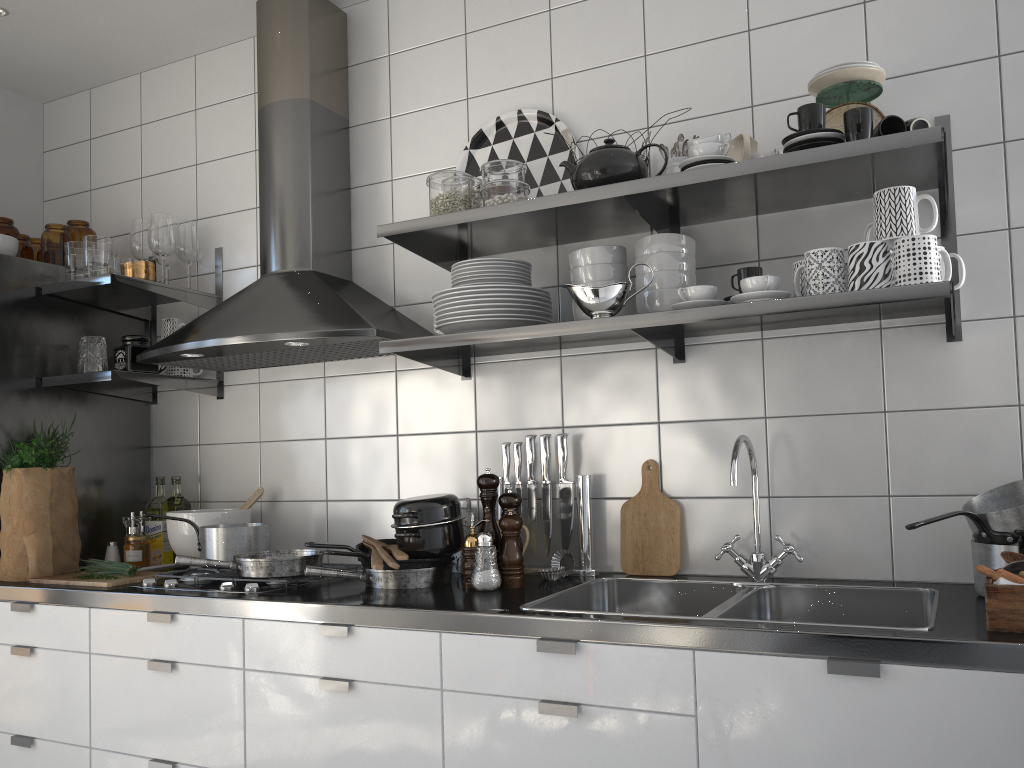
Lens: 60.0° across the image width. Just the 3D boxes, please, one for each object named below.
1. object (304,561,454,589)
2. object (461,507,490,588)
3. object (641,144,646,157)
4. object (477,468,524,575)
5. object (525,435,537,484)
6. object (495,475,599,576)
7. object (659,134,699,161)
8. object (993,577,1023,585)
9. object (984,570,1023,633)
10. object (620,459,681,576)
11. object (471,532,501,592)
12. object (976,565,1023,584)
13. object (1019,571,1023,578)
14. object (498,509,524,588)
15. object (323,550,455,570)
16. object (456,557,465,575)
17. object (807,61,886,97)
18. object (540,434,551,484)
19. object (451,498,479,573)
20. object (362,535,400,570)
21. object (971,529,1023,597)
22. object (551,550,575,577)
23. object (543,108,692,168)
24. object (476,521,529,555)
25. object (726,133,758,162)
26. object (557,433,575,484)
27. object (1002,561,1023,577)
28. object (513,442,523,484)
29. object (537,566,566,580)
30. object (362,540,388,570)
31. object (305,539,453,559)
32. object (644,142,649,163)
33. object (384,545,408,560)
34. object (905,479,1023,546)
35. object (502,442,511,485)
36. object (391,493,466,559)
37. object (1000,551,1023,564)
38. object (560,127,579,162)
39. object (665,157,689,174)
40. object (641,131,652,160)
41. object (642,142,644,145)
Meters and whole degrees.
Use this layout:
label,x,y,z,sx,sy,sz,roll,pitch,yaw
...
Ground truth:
label,x,y,z,sx,sy,sz,roll,pitch,yaw
object,-0.321,0.473,2.236,0.351,0.060,0.233,-2,-5,5
object,-0.082,0.391,2.132,0.080,0.192,0.058,-3,-3,16
object,0.292,-0.499,2.186,0.090,0.180,0.023,-2,-3,0
object,-0.030,0.350,2.199,0.123,0.282,0.061,-4,-4,32
object,0.052,0.202,2.372,0.033,0.132,0.022,-3,-3,31
object,0.075,0.375,2.354,0.322,0.260,0.067,-4,-4,27
object,0.409,-0.519,2.159,0.104,0.203,0.077,-3,-4,25
object,0.817,0.342,1.453,0.049,0.048,0.048,-5,-5,37
object,0.950,0.347,1.457,0.301,0.100,0.211,-4,-5,29
object,0.352,0.339,2.256,0.157,0.293,0.047,-3,-3,27
object,-0.062,0.413,2.068,0.069,0.135,0.069,-2,-3,7
object,0.870,0.349,1.446,0.030,0.093,0.217,1,-5,-37
object,0.928,0.349,1.414,0.030,0.084,0.220,1,-5,-38
object,-0.001,0.391,2.114,0.058,0.184,0.058,0,-4,-35
object,-0.313,0.436,2.209,0.347,0.082,0.244,0,-5,-22
object,-0.115,0.475,2.363,0.066,0.067,0.053,-1,-4,-13
object,0.744,-0.669,1.972,0.163,0.046,0.164,0,-5,-14
object,0.090,0.199,2.353,0.033,0.132,0.022,-3,-3,31
object,-0.147,0.418,2.468,0.081,0.201,0.101,1,-4,-43
object,-0.322,0.405,2.153,0.059,0.060,0.335,-1,-5,-15
object,1.007,0.338,1.680,0.200,0.153,0.348,-3,-5,11
object,0.134,0.459,2.275,0.069,0.068,0.029,-4,-4,32
object,0.261,-0.541,2.224,0.378,0.278,0.198,-2,-4,9
object,-0.029,0.428,2.299,0.115,0.144,0.128,0,-4,-24
object,0.536,-0.499,2.068,0.115,0.151,0.127,1,-5,-37
object,0.141,0.195,2.327,0.046,0.132,0.022,-3,-3,30
object,0.900,0.355,1.544,0.118,0.099,0.085,-3,-4,20
object,0.018,0.213,2.390,0.028,0.114,0.019,-3,-3,22
object,0.099,0.474,2.218,0.072,0.031,0.070,-4,-5,27
object,-0.337,0.412,2.149,0.064,0.044,0.336,-1,-5,-7
object,-0.302,0.421,2.203,0.246,0.080,0.356,-5,-6,34
object,0.313,-0.503,2.201,0.062,0.189,0.023,-2,-3,8
object,-0.293,0.417,2.177,0.065,0.021,0.337,-1,-5,-10
object,0.939,0.269,1.761,0.371,0.168,0.203,-2,-4,4
object,-0.014,0.215,2.406,0.028,0.114,0.019,-3,-3,22
object,-0.210,0.357,2.225,0.190,0.159,0.198,-1,-4,-12
object,0.999,0.346,1.534,0.266,0.106,0.048,-4,-4,23
object,0.174,-0.525,2.217,0.113,0.249,0.021,-4,-4,31
object,0.411,-0.478,2.144,0.084,0.130,0.084,-2,-4,5
object,0.312,-0.519,2.225,0.086,0.226,0.027,-2,-3,10
object,0.316,-0.512,2.246,0.068,0.217,0.020,1,-4,-38
